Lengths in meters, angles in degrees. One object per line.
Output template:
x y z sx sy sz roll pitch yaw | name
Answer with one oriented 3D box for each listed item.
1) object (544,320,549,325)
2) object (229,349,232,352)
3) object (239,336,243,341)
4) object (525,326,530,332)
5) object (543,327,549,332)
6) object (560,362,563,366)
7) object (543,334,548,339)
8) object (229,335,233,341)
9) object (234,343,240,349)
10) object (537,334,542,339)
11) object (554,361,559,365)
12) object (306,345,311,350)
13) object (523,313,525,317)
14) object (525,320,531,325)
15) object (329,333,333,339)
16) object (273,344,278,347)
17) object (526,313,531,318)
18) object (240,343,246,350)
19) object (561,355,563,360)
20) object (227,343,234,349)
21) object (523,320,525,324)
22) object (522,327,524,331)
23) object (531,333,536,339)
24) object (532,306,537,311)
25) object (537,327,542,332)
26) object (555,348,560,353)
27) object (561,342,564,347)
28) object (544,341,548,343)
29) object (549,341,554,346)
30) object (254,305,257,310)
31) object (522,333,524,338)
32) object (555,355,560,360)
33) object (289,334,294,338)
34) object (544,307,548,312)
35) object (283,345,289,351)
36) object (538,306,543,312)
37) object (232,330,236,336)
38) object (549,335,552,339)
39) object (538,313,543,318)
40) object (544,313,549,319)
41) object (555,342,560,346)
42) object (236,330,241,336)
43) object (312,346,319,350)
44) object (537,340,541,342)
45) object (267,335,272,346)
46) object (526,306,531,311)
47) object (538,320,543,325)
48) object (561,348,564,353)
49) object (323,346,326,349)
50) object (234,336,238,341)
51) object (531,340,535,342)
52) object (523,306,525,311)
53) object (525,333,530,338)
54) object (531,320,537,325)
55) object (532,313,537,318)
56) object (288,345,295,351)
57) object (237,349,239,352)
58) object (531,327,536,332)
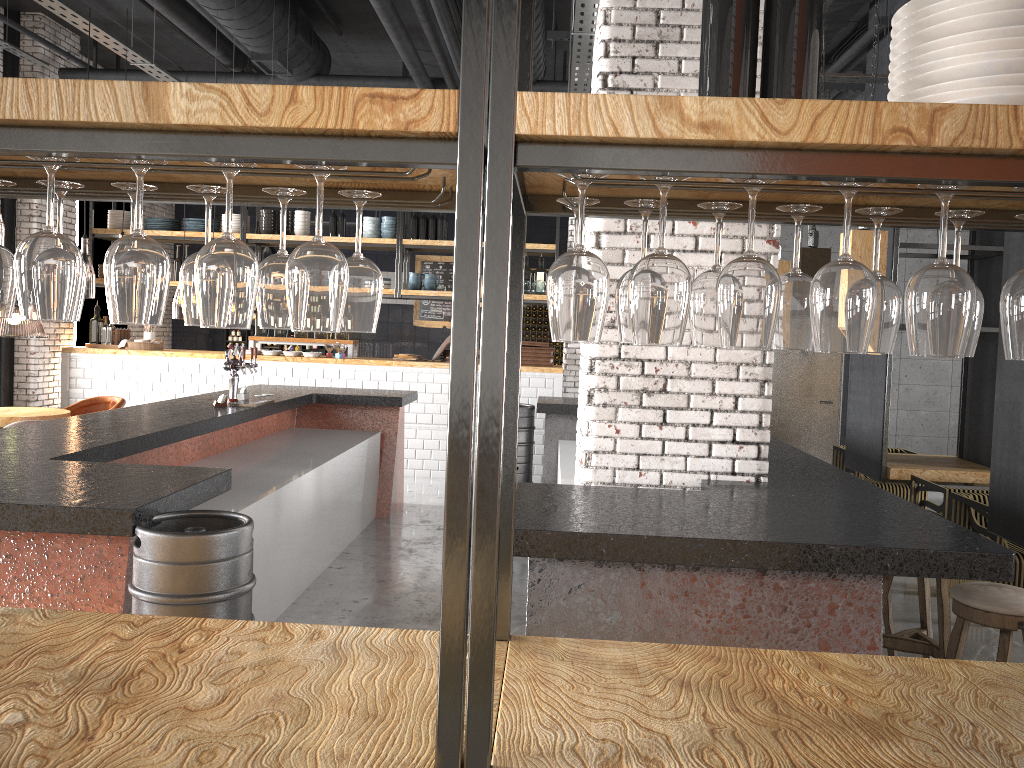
0.528 -0.943 13.678 0.079 0.079 0.284 2 3 3 | object
-4.463 -0.507 14.023 0.085 0.111 0.119 4 3 36 | object
-4.277 -0.718 13.992 0.071 0.083 0.071 4 3 28 | object
0.240 -0.849 13.670 0.079 0.079 0.284 2 3 3 | object
0.524 -0.838 13.686 0.079 0.079 0.284 2 3 3 | object
0.786 -0.302 13.688 0.079 0.079 0.281 2 3 3 | object
0.520 -0.733 13.685 0.079 0.079 0.281 2 3 3 | object
-4.438 -0.725 14.000 0.071 0.083 0.071 3 3 13 | object
-4.350 -0.600 14.028 0.090 0.101 0.111 0 3 -36 | object
0.425 -0.736 13.674 0.079 0.079 0.281 2 3 3 | object
0.690 -0.303 13.654 0.079 0.079 0.281 2 3 3 | object
-3.205 -0.599 13.947 0.076 0.111 0.076 1 3 -32 | object
0.154 -1.063 13.676 0.079 0.079 0.284 2 3 3 | object
0.245 -0.955 13.691 0.079 0.079 0.284 2 3 3 | object
-2.844 -0.692 13.945 0.079 0.280 0.079 3 2 6 | object
-3.724 -0.730 13.984 0.079 0.280 0.079 1 3 -29 | object
0.248 -1.058 13.652 0.079 0.079 0.284 2 3 3 | object
-4.250 -0.595 14.024 0.090 0.101 0.111 1 3 -31 | object
0.789 -0.405 13.659 0.079 0.079 0.281 2 3 3 | object
-4.461 -0.608 14.021 0.119 0.111 0.085 0 3 -39 | object
0.151 -0.959 13.700 0.079 0.079 0.284 2 3 3 | object
0.146 -0.853 13.684 0.079 0.079 0.284 2 3 3 | object
0.331 -0.741 13.698 0.079 0.079 0.281 2 3 3 | object
0.348 -1.161 13.683 0.079 0.079 0.284 2 3 3 | object
0.429 -0.841 13.671 0.079 0.079 0.284 2 3 3 | object
0.698 -0.513 13.650 0.079 0.079 0.281 2 3 3 | object
0.798 -0.616 13.676 0.079 0.079 0.281 2 3 3 | object
0.515 -0.627 13.673 0.079 0.079 0.281 2 3 3 | object
0.610 -0.624 13.689 0.079 0.079 0.281 2 3 3 | object
-4.055 -1.205 13.964 0.071 0.083 0.071 4 3 28 | object
0.141 -0.747 13.668 0.079 0.079 0.281 2 3 3 | object
0.696 -0.410 13.688 0.079 0.079 0.281 2 3 3 | object
-3.460 -0.713 13.977 0.100 0.139 0.088 2 3 3 | object
0.536 -1.153 13.670 0.079 0.079 0.284 2 3 3 | object
-3.569 -0.571 13.978 0.092 0.112 0.100 2 3 -11 | object
0.442 -1.157 13.674 0.079 0.079 0.284 2 3 3 | object
-4.389 -0.806 13.999 0.071 0.083 0.071 4 3 28 | object
0.613 -0.728 13.665 0.079 0.079 0.281 2 3 3 | object
0.436 -1.050 13.640 0.079 0.079 0.284 2 3 3 | object
0.531 -1.047 13.658 0.079 0.079 0.284 2 3 3 | object
0.704 -0.620 13.680 0.079 0.079 0.281 2 3 3 | object
-4.313 -0.803 13.990 0.071 0.083 0.071 5 4 43 | object
-3.091 -0.610 13.963 0.100 0.139 0.088 2 3 3 | object
0.420 -0.631 13.669 0.079 0.079 0.281 2 3 3 | object
-3.819 -0.734 13.988 0.079 0.280 0.079 3 2 11 | object
0.253 -1.164 13.667 0.079 0.079 0.284 2 3 3 | object
0.432 -0.945 13.648 0.079 0.079 0.284 2 3 3 | object
0.793 -0.510 13.664 0.079 0.079 0.281 2 3 3 | object
-2.934 -0.696 13.946 0.079 0.280 0.079 3 2 21 | object
-4.359 -0.722 13.996 0.071 0.083 0.071 2 3 -7 | object
0.325 -0.634 13.659 0.079 0.079 0.281 2 3 3 | object
0.158 -1.166 13.649 0.079 0.079 0.284 2 3 3 | object
0.236 -0.744 13.682 0.079 0.079 0.281 2 3 3 | object
0.338 -0.949 13.648 0.079 0.079 0.284 2 3 3 | object
0.343 -1.055 13.667 0.079 0.079 0.284 2 3 3 | object
-3.473 -0.565 13.975 0.092 0.108 0.105 3 3 14 | object
-4.354 -0.498 14.032 0.090 0.101 0.111 0 4 -41 | object
0.335 -0.845 13.675 0.079 0.079 0.284 2 3 3 | object
